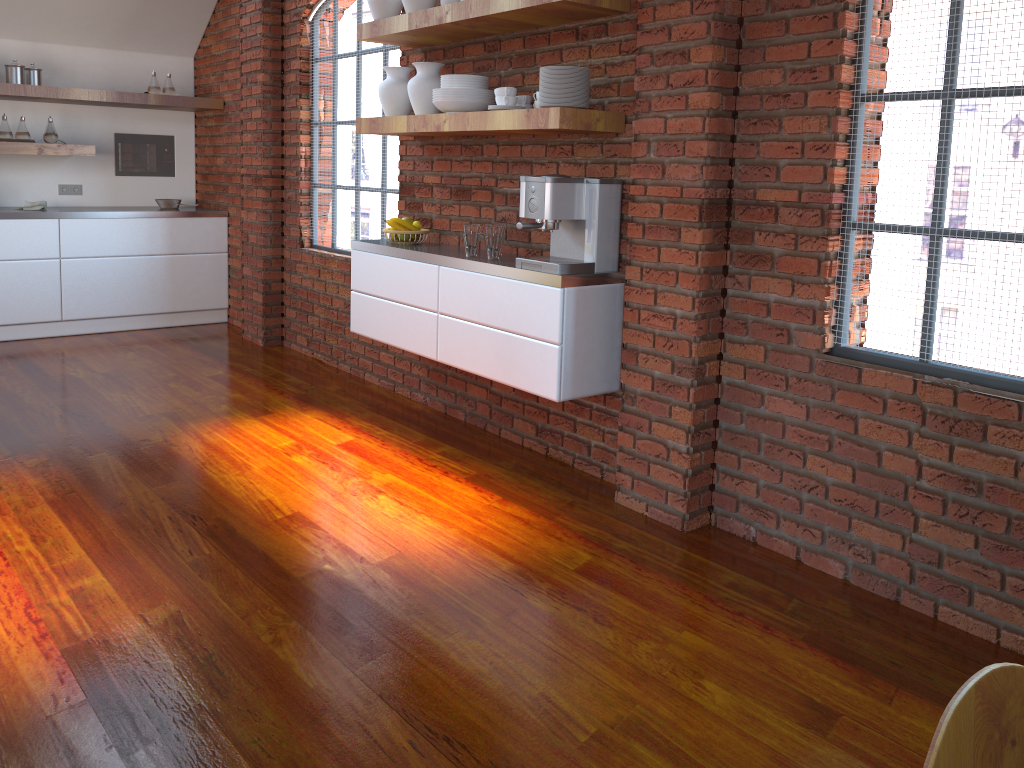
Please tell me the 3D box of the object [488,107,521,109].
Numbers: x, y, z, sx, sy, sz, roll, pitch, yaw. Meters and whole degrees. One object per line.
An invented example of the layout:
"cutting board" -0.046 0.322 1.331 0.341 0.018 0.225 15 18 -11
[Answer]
"object" -0.022 -1.120 3.602 0.154 0.012 0.157 5 14 12

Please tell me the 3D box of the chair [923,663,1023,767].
"chair" 0.546 0.697 0.804 0.441 0.747 0.416 -6 12 -43

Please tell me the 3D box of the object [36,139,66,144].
"object" -3.272 -1.719 6.243 0.195 0.032 0.227 -6 15 -28

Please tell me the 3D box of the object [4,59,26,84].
"object" -3.372 -2.113 5.969 0.128 0.175 0.130 -7 13 -43

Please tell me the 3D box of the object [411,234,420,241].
"object" -0.493 -0.749 4.410 0.070 0.068 0.069 -4 12 -29

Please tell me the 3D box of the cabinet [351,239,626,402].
"cabinet" -0.195 -0.354 3.988 0.339 0.467 1.646 -5 15 -38

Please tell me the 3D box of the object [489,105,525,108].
"object" -0.022 -1.129 3.601 0.154 0.012 0.157 5 14 12

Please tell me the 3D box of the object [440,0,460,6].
"object" -0.274 -1.694 3.966 0.099 0.060 0.101 2 12 1

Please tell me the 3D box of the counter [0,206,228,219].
"counter" -3.169 -1.248 6.392 1.996 0.044 0.725 -9 17 -38

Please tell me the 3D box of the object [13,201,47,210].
"object" -3.380 -1.259 6.186 0.204 0.060 0.200 -2 14 -16

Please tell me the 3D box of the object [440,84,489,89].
"object" -0.210 -1.285 3.885 0.216 0.054 0.216 14 18 42

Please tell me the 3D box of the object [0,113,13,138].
"object" -3.475 -1.757 6.029 0.093 0.188 0.095 -2 9 -26

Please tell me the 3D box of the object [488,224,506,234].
"object" -0.067 -0.649 3.861 0.078 0.102 0.079 0 10 -9

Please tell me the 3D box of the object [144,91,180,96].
"object" -2.645 -2.182 6.642 0.225 0.032 0.198 -9 18 -39

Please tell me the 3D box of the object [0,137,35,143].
"object" -3.436 -1.683 6.074 0.225 0.032 0.198 -9 18 -39

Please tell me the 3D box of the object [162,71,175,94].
"object" -2.601 -2.271 6.668 0.093 0.189 0.094 2 8 5

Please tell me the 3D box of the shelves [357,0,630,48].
"shelves" -0.157 -1.591 3.839 0.339 0.075 1.559 -9 17 -37

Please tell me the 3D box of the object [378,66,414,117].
"object" -0.565 -1.433 4.347 0.192 0.245 0.196 2 10 1

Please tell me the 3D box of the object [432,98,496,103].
"object" -0.212 -1.226 3.892 0.284 0.054 0.285 11 16 34

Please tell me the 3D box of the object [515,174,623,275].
"object" 0.199 -0.630 3.425 0.381 0.364 0.274 -7 12 -38

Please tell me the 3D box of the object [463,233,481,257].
"object" -0.176 -0.601 3.812 0.078 0.102 0.079 0 10 -9

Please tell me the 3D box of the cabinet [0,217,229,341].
"cabinet" -3.183 -0.826 6.444 1.996 0.804 0.721 -8 14 -38

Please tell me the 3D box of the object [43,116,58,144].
"object" -3.270 -1.800 6.233 0.093 0.189 0.205 -3 11 -29

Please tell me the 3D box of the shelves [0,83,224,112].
"shelves" -3.165 -2.064 6.314 1.989 0.075 0.664 -9 17 -38

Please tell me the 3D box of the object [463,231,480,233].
"object" -0.181 -0.632 3.940 0.078 0.102 0.079 5 10 21

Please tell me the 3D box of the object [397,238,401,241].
"object" -0.563 -0.758 4.420 0.074 0.074 0.073 7 11 26

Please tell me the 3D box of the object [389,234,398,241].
"object" -0.590 -0.731 4.369 0.046 0.045 0.056 1 11 -6

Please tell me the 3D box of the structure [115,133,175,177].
"structure" -2.911 -1.816 6.993 0.459 0.329 0.013 -7 11 -38

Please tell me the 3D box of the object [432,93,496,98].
"object" -0.211 -1.247 3.889 0.284 0.054 0.285 11 16 34

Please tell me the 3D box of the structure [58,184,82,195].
"structure" -3.359 -1.476 6.684 0.161 0.079 0.033 -8 12 -38

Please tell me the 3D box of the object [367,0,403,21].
"object" -0.610 -1.795 4.253 0.180 0.102 0.185 1 12 -2

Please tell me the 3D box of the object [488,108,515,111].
"object" -0.022 -1.116 3.602 0.154 0.012 0.157 5 14 12

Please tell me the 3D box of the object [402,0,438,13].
"object" -0.431 -1.748 4.085 0.180 0.102 0.185 1 12 -2

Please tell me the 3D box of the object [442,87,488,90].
"object" -0.210 -1.274 3.886 0.216 0.054 0.216 14 18 42

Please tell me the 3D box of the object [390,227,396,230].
"object" -0.580 -0.779 4.372 0.045 0.052 0.052 10 13 39

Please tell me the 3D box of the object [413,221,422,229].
"object" -0.473 -0.788 4.376 0.047 0.045 0.055 2 11 3

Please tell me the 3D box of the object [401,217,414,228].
"object" -0.522 -0.801 4.394 0.069 0.060 0.069 -3 12 -22

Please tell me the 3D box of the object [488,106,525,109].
"object" -0.022 -1.124 3.601 0.154 0.012 0.157 5 14 12

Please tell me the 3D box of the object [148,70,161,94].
"object" -2.684 -2.257 6.598 0.093 0.188 0.095 -2 9 -26

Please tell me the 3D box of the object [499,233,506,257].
"object" -0.068 -0.611 3.866 0.078 0.102 0.079 0 10 -9

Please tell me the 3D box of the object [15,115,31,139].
"object" -3.392 -1.771 6.099 0.093 0.189 0.094 2 8 5

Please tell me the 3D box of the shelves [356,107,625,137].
"shelves" -0.171 -1.147 3.893 0.339 0.075 1.559 -9 17 -37

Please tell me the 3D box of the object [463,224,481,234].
"object" -0.175 -0.639 3.808 0.078 0.102 0.079 0 10 -9

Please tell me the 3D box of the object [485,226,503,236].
"object" -0.078 -0.615 3.722 0.078 0.102 0.079 -3 11 -26

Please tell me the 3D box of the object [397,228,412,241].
"object" -0.531 -0.740 4.353 0.077 0.064 0.077 1 11 -5

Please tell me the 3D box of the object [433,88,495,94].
"object" -0.211 -1.266 3.887 0.284 0.054 0.285 11 16 34

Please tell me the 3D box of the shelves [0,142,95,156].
"shelves" -3.534 -1.631 6.078 1.072 0.075 0.664 -9 17 -38

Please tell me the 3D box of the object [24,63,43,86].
"object" -3.357 -2.160 6.163 0.128 0.175 0.130 -7 13 -43

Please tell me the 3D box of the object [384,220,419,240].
"object" -0.543 -0.754 4.315 0.176 0.093 0.065 1 9 -2

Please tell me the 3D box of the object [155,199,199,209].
"object" -2.591 -1.378 6.758 0.351 0.073 0.197 10 15 31
